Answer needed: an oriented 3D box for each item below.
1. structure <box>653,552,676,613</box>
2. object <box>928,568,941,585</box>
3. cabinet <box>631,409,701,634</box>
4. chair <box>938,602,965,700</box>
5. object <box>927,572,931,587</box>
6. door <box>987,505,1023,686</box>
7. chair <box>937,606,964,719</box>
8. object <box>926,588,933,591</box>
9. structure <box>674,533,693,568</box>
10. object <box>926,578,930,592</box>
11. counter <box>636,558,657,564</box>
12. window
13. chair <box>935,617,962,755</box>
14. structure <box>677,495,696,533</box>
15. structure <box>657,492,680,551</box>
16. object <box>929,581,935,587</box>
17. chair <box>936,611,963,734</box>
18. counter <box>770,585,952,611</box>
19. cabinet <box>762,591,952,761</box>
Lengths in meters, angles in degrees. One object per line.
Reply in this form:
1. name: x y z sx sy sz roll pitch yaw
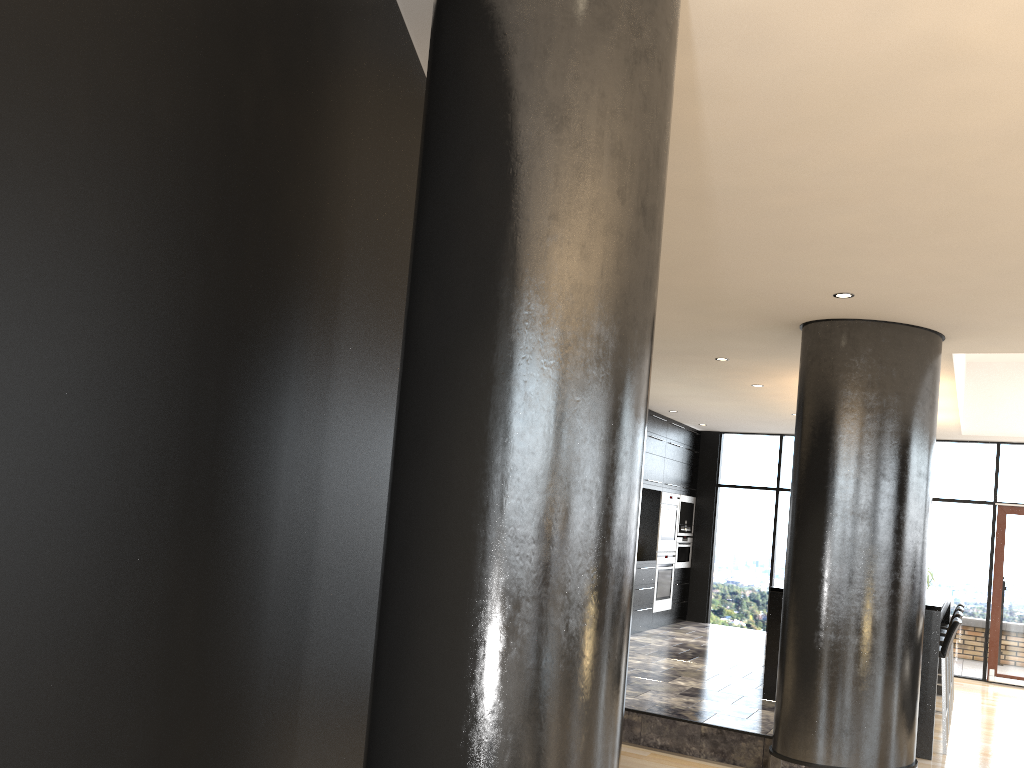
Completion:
1. structure: 1.832 2.391 10.680 0.085 0.702 0.707 4 -5 28
2. object: 3.787 1.830 8.390 0.400 0.215 0.407 10 -8 -37
3. cabinet: 0.776 1.400 9.284 0.727 2.506 5.785 3 -7 28
4. chair: 4.089 2.585 8.589 0.518 0.958 0.479 3 -4 28
5. object: 3.659 1.756 8.022 0.409 0.237 0.398 10 -8 -37
6. door: 5.836 2.367 9.788 0.896 1.981 0.096 3 -3 28
7. chair: 3.776 2.475 7.994 0.518 0.958 0.479 3 -4 28
8. object: 3.263 1.623 7.317 0.400 0.237 0.407 10 -8 -37
9. structure: 2.201 2.136 11.321 0.070 0.442 0.685 4 -6 28
10. object: 3.051 1.555 6.967 0.409 0.237 0.398 10 -8 -37
11. counter: 0.715 1.851 9.274 0.729 0.033 2.890 1 -9 28
12. window: 5.672 -0.030 2.707 10.110 4.750 16.048 3 -8 15
13. chair: 3.088 2.231 6.682 0.518 0.958 0.479 3 -4 28
14. structure: 2.242 1.676 11.341 0.026 0.470 0.683 4 -6 28
15. structure: 1.894 1.677 10.712 0.085 0.702 0.707 4 -5 28
16. object: 3.485 1.705 7.688 0.409 0.215 0.398 10 -8 -37
17. chair: 3.452 2.360 7.377 0.518 0.958 0.479 3 -4 28
18. counter: 3.215 1.829 7.846 1.178 0.031 3.146 1 -9 28
19. cabinet: 3.169 2.359 7.822 1.177 1.030 3.146 2 -8 28
